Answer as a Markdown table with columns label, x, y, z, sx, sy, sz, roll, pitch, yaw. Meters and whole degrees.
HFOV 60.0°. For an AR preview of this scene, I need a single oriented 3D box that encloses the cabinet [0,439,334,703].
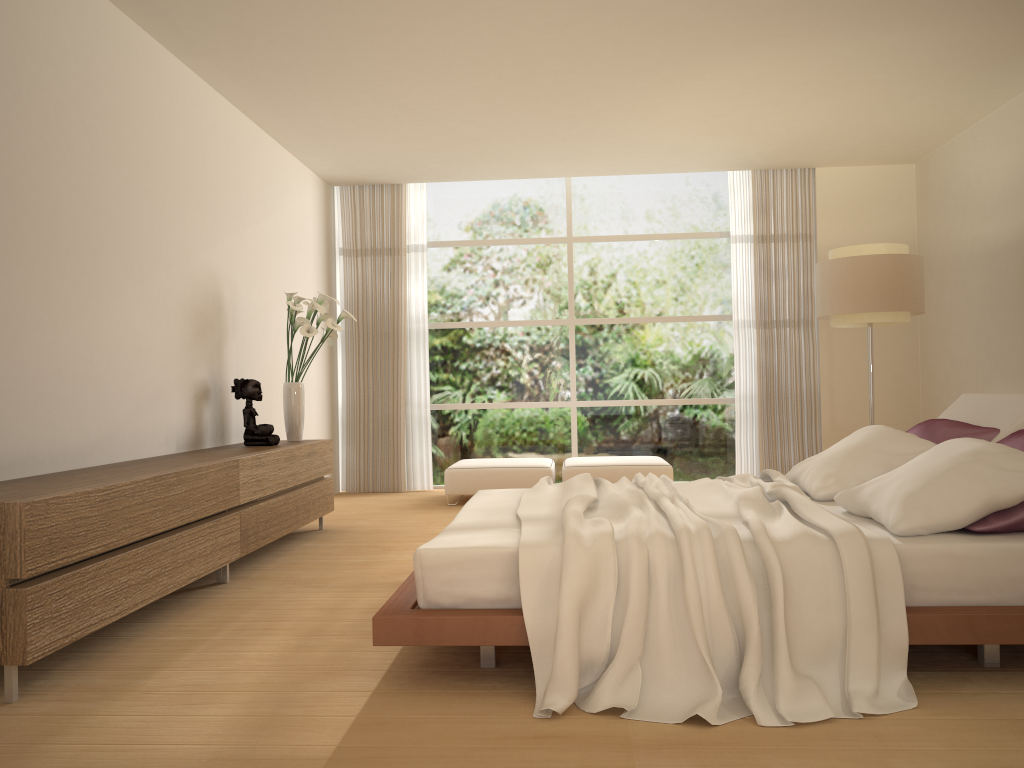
| label | x | y | z | sx | sy | sz | roll | pitch | yaw |
| --- | --- | --- | --- | --- | --- | --- | --- | --- | --- |
| cabinet | -1.742 | 0.734 | 4.748 | 0.588 | 0.662 | 3.713 | -1 | 0 | 4 |

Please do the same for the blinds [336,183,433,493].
| label | x | y | z | sx | sy | sz | roll | pitch | yaw |
| --- | --- | --- | --- | --- | --- | --- | --- | --- | --- |
| blinds | -1.305 | -0.585 | 8.978 | 0.950 | 3.352 | 0.211 | -1 | 0 | 3 |

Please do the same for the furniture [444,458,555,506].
| label | x | y | z | sx | sy | sz | roll | pitch | yaw |
| --- | --- | --- | --- | --- | --- | --- | --- | --- | --- |
| furniture | -0.088 | 0.883 | 8.171 | 0.965 | 0.346 | 0.964 | -1 | 0 | 4 |

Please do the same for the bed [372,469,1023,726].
| label | x | y | z | sx | sy | sz | roll | pitch | yaw |
| --- | --- | --- | --- | --- | --- | --- | --- | --- | --- |
| bed | 0.872 | 0.715 | 3.842 | 2.535 | 0.570 | 2.599 | -1 | 0 | 4 |

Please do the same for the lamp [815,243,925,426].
| label | x | y | z | sx | sy | sz | roll | pitch | yaw |
| --- | --- | --- | --- | --- | --- | --- | --- | --- | --- |
| lamp | 2.761 | -0.027 | 6.809 | 0.817 | 2.018 | 0.817 | -1 | -1 | -43 |

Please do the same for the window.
| label | x | y | z | sx | sy | sz | roll | pitch | yaw |
| --- | --- | --- | --- | --- | --- | --- | --- | --- | --- |
| window | 0.611 | -0.636 | 9.105 | 4.781 | 3.371 | 0.071 | -1 | 0 | 4 |

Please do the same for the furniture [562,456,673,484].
| label | x | y | z | sx | sy | sz | roll | pitch | yaw |
| --- | --- | --- | --- | --- | --- | --- | --- | --- | --- |
| furniture | 0.945 | 0.860 | 8.101 | 0.965 | 0.346 | 0.964 | -1 | 0 | 4 |

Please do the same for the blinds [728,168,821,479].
| label | x | y | z | sx | sy | sz | roll | pitch | yaw |
| --- | --- | --- | --- | --- | --- | --- | --- | --- | --- |
| blinds | 2.564 | -0.674 | 8.663 | 0.814 | 3.351 | 0.202 | -1 | 0 | 3 |

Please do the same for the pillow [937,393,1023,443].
| label | x | y | z | sx | sy | sz | roll | pitch | yaw |
| --- | --- | --- | --- | --- | --- | --- | --- | --- | --- |
| pillow | 2.223 | 0.273 | 3.811 | 0.461 | 0.457 | 1.779 | -1 | 0 | 3 |

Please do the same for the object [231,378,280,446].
| label | x | y | z | sx | sy | sz | roll | pitch | yaw |
| --- | --- | --- | --- | --- | --- | --- | --- | --- | --- |
| object | -1.701 | 0.185 | 5.904 | 0.282 | 0.453 | 0.181 | -1 | 0 | 4 |

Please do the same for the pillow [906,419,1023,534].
| label | x | y | z | sx | sy | sz | roll | pitch | yaw |
| --- | --- | --- | --- | --- | --- | --- | --- | --- | --- |
| pillow | 1.896 | 0.353 | 3.823 | 0.575 | 0.369 | 1.683 | -1 | 0 | 4 |

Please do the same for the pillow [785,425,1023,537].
| label | x | y | z | sx | sy | sz | roll | pitch | yaw |
| --- | --- | --- | --- | --- | --- | --- | --- | --- | --- |
| pillow | 1.626 | 0.373 | 3.834 | 0.561 | 0.339 | 1.720 | -1 | 0 | 4 |

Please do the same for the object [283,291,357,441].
| label | x | y | z | sx | sy | sz | roll | pitch | yaw |
| --- | --- | --- | --- | --- | --- | --- | --- | --- | --- |
| object | -1.431 | -0.135 | 6.383 | 0.515 | 1.085 | 0.608 | -1 | -1 | -38 |
